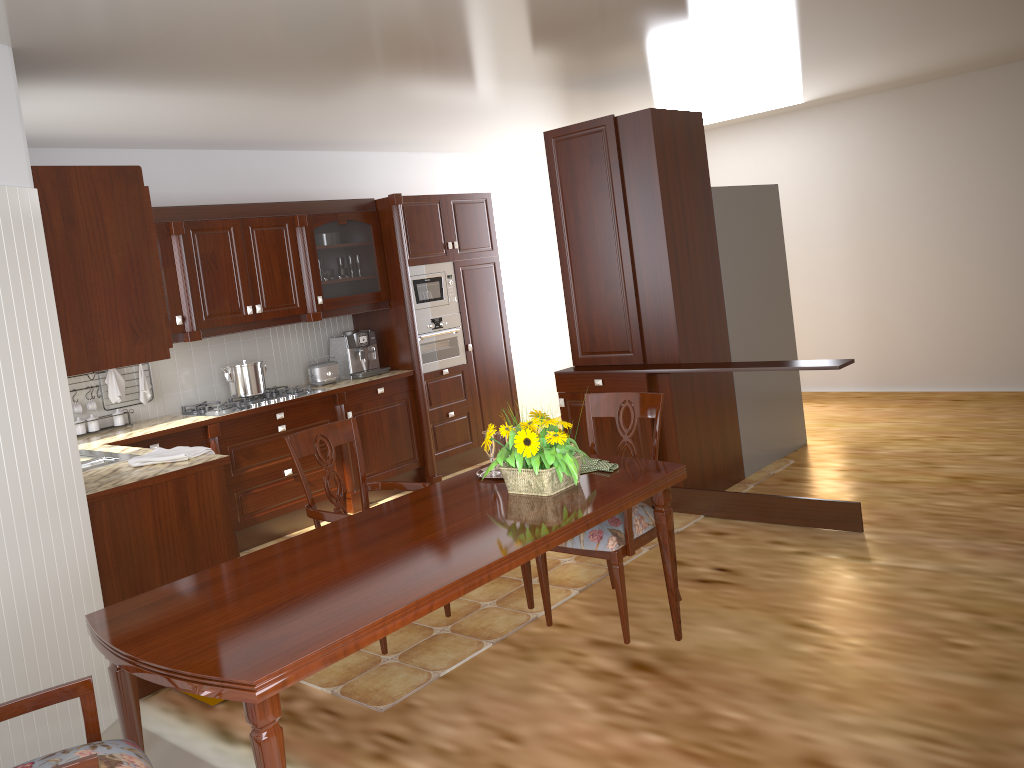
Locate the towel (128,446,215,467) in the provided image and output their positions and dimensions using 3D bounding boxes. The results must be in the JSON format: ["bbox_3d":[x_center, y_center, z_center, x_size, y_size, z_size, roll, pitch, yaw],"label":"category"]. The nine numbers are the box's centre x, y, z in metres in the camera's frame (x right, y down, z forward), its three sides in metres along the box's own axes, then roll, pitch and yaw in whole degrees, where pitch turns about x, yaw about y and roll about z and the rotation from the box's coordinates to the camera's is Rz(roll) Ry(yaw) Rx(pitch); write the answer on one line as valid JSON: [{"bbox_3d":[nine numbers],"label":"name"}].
[{"bbox_3d":[-1.477,0.325,3.864,0.329,0.097,0.346,-7,7,5],"label":"towel"}]

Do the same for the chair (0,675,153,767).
[{"bbox_3d":[-0.935,0.790,1.695,0.462,0.742,0.405,-10,5,-26],"label":"chair"}]

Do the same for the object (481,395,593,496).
[{"bbox_3d":[0.085,0.190,2.721,0.317,0.336,0.301,-4,6,34],"label":"object"}]

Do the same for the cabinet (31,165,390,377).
[{"bbox_3d":[-1.312,-0.661,4.710,1.365,0.775,2.806,-2,9,42],"label":"cabinet"}]

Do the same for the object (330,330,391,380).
[{"bbox_3d":[-1.069,-0.212,6.171,0.322,0.320,0.277,-3,7,42],"label":"object"}]

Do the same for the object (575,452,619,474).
[{"bbox_3d":[0.170,0.246,3.034,0.168,0.056,0.528,-12,9,-34],"label":"object"}]

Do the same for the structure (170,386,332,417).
[{"bbox_3d":[-1.620,0.093,5.509,0.589,0.046,0.823,-1,10,42],"label":"structure"}]

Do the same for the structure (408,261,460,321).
[{"bbox_3d":[-0.687,-0.671,6.465,0.316,0.384,0.499,-3,7,42],"label":"structure"}]

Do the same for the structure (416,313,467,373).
[{"bbox_3d":[-0.520,-0.297,6.382,0.041,0.373,0.499,-5,6,42],"label":"structure"}]

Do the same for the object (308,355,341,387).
[{"bbox_3d":[-1.265,-0.091,5.956,0.140,0.187,0.245,-3,7,42],"label":"object"}]

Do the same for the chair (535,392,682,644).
[{"bbox_3d":[0.323,0.438,3.073,0.403,0.742,0.463,-4,6,42],"label":"chair"}]

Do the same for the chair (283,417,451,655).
[{"bbox_3d":[-0.522,0.527,3.234,0.458,0.742,0.408,-4,6,39],"label":"chair"}]

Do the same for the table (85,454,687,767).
[{"bbox_3d":[-0.201,0.680,2.467,0.733,0.555,1.693,-2,9,42],"label":"table"}]

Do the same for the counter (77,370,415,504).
[{"bbox_3d":[-1.352,0.177,4.892,1.820,0.032,2.808,-1,10,41],"label":"counter"}]

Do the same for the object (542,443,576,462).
[{"bbox_3d":[0.156,0.245,3.078,0.147,0.046,0.046,-13,7,-35],"label":"object"}]
